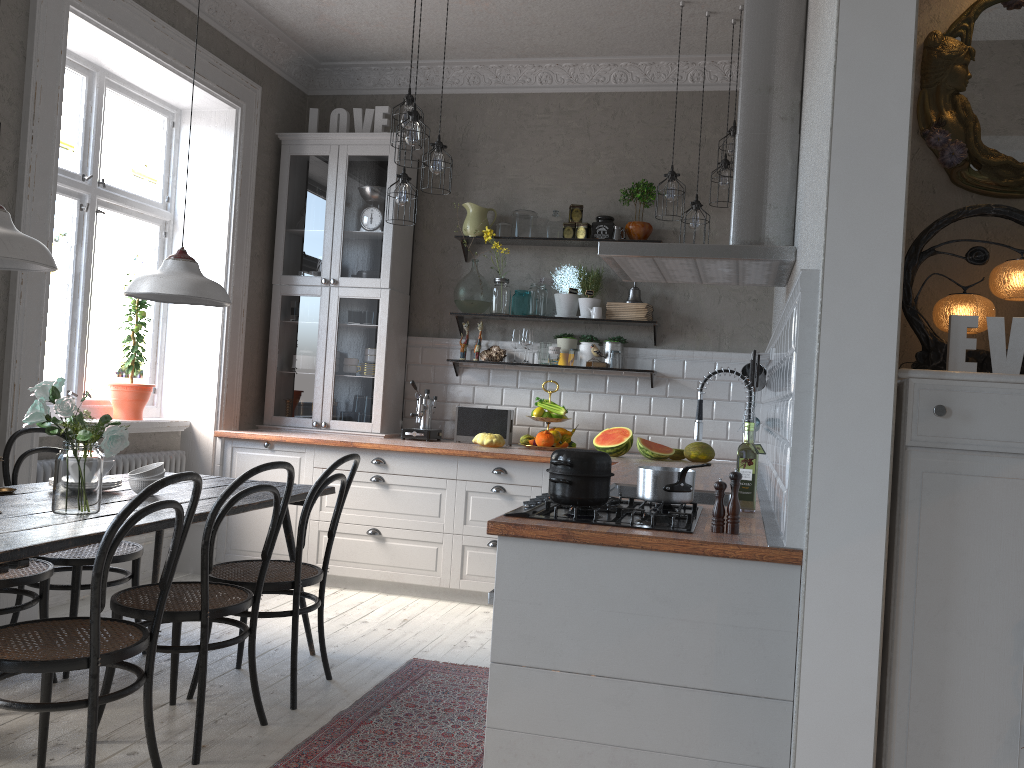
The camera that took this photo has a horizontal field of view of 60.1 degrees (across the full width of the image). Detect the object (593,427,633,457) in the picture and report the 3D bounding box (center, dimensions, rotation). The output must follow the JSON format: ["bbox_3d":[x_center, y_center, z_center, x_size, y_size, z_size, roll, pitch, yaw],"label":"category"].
[{"bbox_3d":[0.583,0.334,5.120,0.231,0.174,0.222,3,-1,35],"label":"object"}]

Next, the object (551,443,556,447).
[{"bbox_3d":[0.230,0.368,5.318,0.070,0.065,0.070,3,-1,34],"label":"object"}]

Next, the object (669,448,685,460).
[{"bbox_3d":[0.956,0.408,5.165,0.203,0.073,0.118,4,-1,-24],"label":"object"}]

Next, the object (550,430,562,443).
[{"bbox_3d":[0.254,0.317,5.317,0.087,0.078,0.089,3,-1,40],"label":"object"}]

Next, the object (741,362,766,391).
[{"bbox_3d":[1.185,-0.048,4.333,0.106,0.161,0.139,3,-1,31],"label":"object"}]

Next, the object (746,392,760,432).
[{"bbox_3d":[1.323,0.075,4.833,0.076,0.379,0.083,3,-1,14],"label":"object"}]

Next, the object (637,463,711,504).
[{"bbox_3d":[0.505,0.287,2.616,0.178,0.134,0.297,4,-1,-42],"label":"object"}]

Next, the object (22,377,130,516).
[{"bbox_3d":[-1.327,0.190,2.713,0.309,0.414,0.253,3,-1,12],"label":"object"}]

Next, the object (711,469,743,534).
[{"bbox_3d":[0.554,0.300,2.283,0.072,0.167,0.036,3,-1,13],"label":"object"}]

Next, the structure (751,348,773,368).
[{"bbox_3d":[1.221,-0.117,4.352,0.093,0.053,1.096,3,-1,15],"label":"structure"}]

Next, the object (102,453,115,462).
[{"bbox_3d":[-1.549,0.303,3.226,0.179,0.094,0.180,4,-1,4],"label":"object"}]

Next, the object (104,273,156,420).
[{"bbox_3d":[-2.101,-0.210,4.911,0.254,0.813,0.265,3,-1,41],"label":"object"}]

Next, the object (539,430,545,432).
[{"bbox_3d":[0.223,0.317,5.450,0.077,0.076,0.157,3,-1,40],"label":"object"}]

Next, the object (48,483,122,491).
[{"bbox_3d":[-1.553,0.376,3.226,0.233,0.027,0.242,3,-1,31],"label":"object"}]

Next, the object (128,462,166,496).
[{"bbox_3d":[-1.330,0.344,3.222,0.122,0.119,0.130,3,-1,29],"label":"object"}]

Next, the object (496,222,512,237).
[{"bbox_3d":[-0.053,-0.972,5.676,0.102,0.111,0.104,3,-1,13],"label":"object"}]

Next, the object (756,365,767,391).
[{"bbox_3d":[1.226,-0.044,4.455,0.107,0.161,0.138,3,-1,16],"label":"object"}]

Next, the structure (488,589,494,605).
[{"bbox_3d":[0.293,0.719,2.556,0.612,0.623,0.628,3,-1,13],"label":"structure"}]

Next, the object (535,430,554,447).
[{"bbox_3d":[0.195,0.324,5.252,0.114,0.111,0.110,4,-1,-19],"label":"object"}]

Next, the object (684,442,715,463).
[{"bbox_3d":[1.077,0.392,5.088,0.207,0.119,0.130,4,-1,-24],"label":"object"}]

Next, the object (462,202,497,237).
[{"bbox_3d":[-0.219,-1.036,5.654,0.187,0.216,0.176,3,-1,27],"label":"object"}]

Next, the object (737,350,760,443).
[{"bbox_3d":[1.061,0.074,3.975,0.080,0.443,0.332,3,-1,15],"label":"object"}]

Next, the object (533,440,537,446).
[{"bbox_3d":[0.158,0.359,5.387,0.070,0.076,0.228,4,-1,-3],"label":"object"}]

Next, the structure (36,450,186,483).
[{"bbox_3d":[-2.109,0.584,4.636,0.147,0.428,1.233,3,-1,13],"label":"structure"}]

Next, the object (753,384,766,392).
[{"bbox_3d":[1.258,-0.041,4.581,0.106,0.161,0.139,3,-1,26],"label":"object"}]

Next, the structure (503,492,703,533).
[{"bbox_3d":[0.292,0.355,2.571,0.491,0.031,0.611,3,-1,14],"label":"structure"}]

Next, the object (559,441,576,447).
[{"bbox_3d":[0.311,0.359,5.421,0.055,0.044,0.212,4,-1,-38],"label":"object"}]

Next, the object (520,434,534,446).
[{"bbox_3d":[0.110,0.344,5.419,0.075,0.072,0.155,3,-1,43],"label":"object"}]

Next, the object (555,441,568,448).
[{"bbox_3d":[0.297,0.366,5.298,0.069,0.051,0.088,4,-1,-29],"label":"object"}]

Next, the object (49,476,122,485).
[{"bbox_3d":[-1.552,0.359,3.226,0.232,0.027,0.242,3,-1,36],"label":"object"}]

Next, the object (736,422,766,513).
[{"bbox_3d":[0.752,0.263,2.790,0.088,0.282,0.082,3,-1,14],"label":"object"}]

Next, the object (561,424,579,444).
[{"bbox_3d":[0.342,0.302,5.365,0.060,0.120,0.128,3,-1,37],"label":"object"}]

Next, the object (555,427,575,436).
[{"bbox_3d":[0.318,0.294,5.379,0.126,0.056,0.060,4,-1,5],"label":"object"}]

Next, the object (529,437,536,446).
[{"bbox_3d":[0.140,0.349,5.375,0.090,0.057,0.083,4,-1,-45],"label":"object"}]

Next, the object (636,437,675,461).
[{"bbox_3d":[0.818,0.371,5.016,0.225,0.127,0.148,4,-1,-4],"label":"object"}]

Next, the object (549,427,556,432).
[{"bbox_3d":[0.252,0.308,5.436,0.085,0.093,0.087,3,-1,9],"label":"object"}]

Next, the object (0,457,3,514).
[{"bbox_3d":[-1.544,0.300,2.632,0.058,0.167,0.060,3,-1,27],"label":"object"}]

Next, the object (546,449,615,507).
[{"bbox_3d":[0.188,0.257,2.450,0.191,0.147,0.192,4,-1,-7],"label":"object"}]

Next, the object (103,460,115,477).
[{"bbox_3d":[-1.550,0.323,3.226,0.179,0.094,0.180,4,-1,4],"label":"object"}]

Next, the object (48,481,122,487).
[{"bbox_3d":[-1.552,0.367,3.226,0.240,0.027,0.234,4,-1,-19],"label":"object"}]

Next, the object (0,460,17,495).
[{"bbox_3d":[-1.778,0.317,3.042,0.140,0.112,0.139,4,-1,-4],"label":"object"}]

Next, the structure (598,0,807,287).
[{"bbox_3d":[0.803,-1.245,3.584,0.706,1.596,0.718,3,-1,13],"label":"structure"}]
